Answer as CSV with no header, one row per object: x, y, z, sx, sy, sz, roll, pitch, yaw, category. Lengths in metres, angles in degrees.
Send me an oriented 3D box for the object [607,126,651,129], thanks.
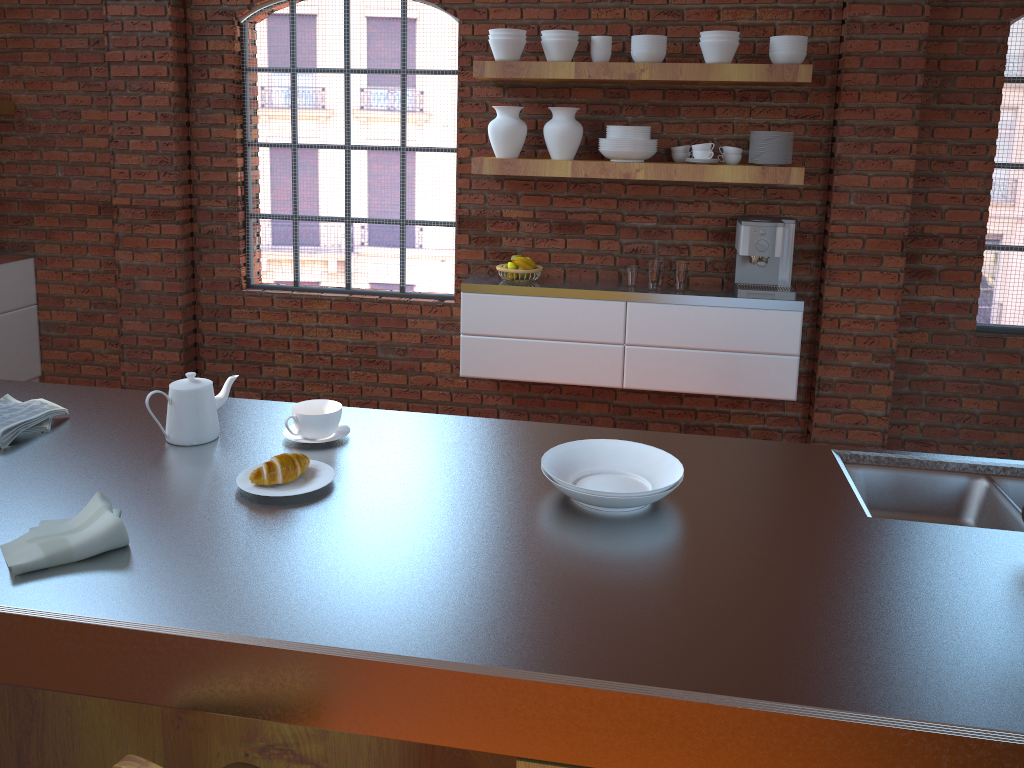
0.557,-1.205,4.207,0.213,0.054,0.219,2,16,1,object

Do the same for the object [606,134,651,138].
0.556,-1.165,4.214,0.213,0.054,0.219,2,16,1,object

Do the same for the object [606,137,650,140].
0.556,-1.155,4.216,0.213,0.054,0.219,2,16,1,object

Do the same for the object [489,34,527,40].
-0.022,-1.602,4.179,0.182,0.101,0.184,-13,20,-43,object

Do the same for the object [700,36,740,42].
0.953,-1.541,4.052,0.180,0.101,0.185,-4,16,-20,object

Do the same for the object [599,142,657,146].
0.555,-1.128,4.220,0.281,0.054,0.289,-1,16,-7,object

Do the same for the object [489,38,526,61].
-0.022,-1.581,4.183,0.182,0.101,0.184,-13,20,-43,object

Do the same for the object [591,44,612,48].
0.424,-1.582,4.191,0.100,0.060,0.100,-11,19,-40,object

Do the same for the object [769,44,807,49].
1.260,-1.513,4.021,0.167,0.059,0.168,-12,20,-39,object

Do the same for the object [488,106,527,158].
-0.022,-1.234,4.319,0.194,0.244,0.195,-9,16,-40,object

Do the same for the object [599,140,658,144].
0.555,-1.136,4.219,0.281,0.054,0.289,-1,16,-7,object

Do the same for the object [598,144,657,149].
0.555,-1.118,4.222,0.281,0.054,0.289,-1,16,-7,object

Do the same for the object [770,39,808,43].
1.261,-1.537,4.017,0.167,0.059,0.168,-12,20,-39,object

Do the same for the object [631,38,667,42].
0.642,-1.586,4.133,0.165,0.059,0.170,2,15,4,object

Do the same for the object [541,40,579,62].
0.225,-1.573,4.178,0.182,0.101,0.184,-13,20,-43,object

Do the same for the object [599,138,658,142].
0.556,-1.146,4.217,0.281,0.054,0.289,-1,16,-7,object

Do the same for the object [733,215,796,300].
1.212,-0.610,4.196,0.271,0.362,0.388,3,13,9,object

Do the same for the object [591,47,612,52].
0.424,-1.569,4.193,0.100,0.060,0.100,-11,19,-40,object

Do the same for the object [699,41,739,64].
0.953,-1.520,4.056,0.180,0.101,0.185,-4,16,-20,object

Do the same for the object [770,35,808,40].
1.261,-1.550,4.015,0.167,0.059,0.168,-12,20,-39,object

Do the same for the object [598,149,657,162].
0.554,-1.096,4.226,0.281,0.054,0.289,-1,16,-7,object

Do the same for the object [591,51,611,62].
0.423,-1.553,4.196,0.100,0.060,0.100,-11,19,-40,object

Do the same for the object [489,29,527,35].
-0.021,-1.624,4.176,0.182,0.101,0.184,-13,20,-43,object

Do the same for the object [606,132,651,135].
0.556,-1.176,4.212,0.213,0.054,0.219,2,16,1,object

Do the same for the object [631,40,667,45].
0.642,-1.575,4.135,0.165,0.059,0.170,2,15,4,object

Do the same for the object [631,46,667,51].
0.642,-1.549,4.140,0.165,0.059,0.170,2,15,4,object

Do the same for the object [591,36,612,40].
0.425,-1.619,4.184,0.100,0.060,0.100,-11,19,-40,object

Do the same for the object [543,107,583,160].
0.249,-1.215,4.274,0.192,0.244,0.197,-3,13,-18,object

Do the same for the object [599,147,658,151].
0.555,-1.106,4.224,0.281,0.054,0.289,-1,16,-7,object

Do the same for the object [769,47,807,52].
1.260,-1.500,4.023,0.167,0.059,0.168,-12,20,-39,object

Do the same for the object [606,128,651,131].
0.557,-1.195,4.209,0.213,0.054,0.219,2,16,1,object

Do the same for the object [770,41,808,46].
1.261,-1.526,4.019,0.167,0.059,0.168,-12,20,-39,object

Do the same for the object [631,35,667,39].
0.643,-1.599,4.131,0.165,0.059,0.170,2,15,4,object

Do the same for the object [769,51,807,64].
1.260,-1.484,4.026,0.167,0.059,0.168,-12,20,-39,object

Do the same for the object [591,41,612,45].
0.424,-1.595,4.189,0.100,0.060,0.100,-11,19,-40,object

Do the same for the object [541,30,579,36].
0.226,-1.616,4.171,0.182,0.101,0.184,-13,20,-43,object

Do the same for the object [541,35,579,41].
0.225,-1.594,4.174,0.182,0.101,0.184,-13,20,-43,object

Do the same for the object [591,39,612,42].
0.425,-1.606,4.187,0.100,0.060,0.100,-11,19,-40,object

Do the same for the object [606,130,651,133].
0.556,-1.186,4.211,0.213,0.054,0.219,2,16,1,object

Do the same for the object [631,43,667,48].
0.642,-1.562,4.138,0.165,0.059,0.170,2,15,4,object

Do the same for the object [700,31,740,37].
0.954,-1.563,4.049,0.180,0.101,0.185,-4,16,-20,object
